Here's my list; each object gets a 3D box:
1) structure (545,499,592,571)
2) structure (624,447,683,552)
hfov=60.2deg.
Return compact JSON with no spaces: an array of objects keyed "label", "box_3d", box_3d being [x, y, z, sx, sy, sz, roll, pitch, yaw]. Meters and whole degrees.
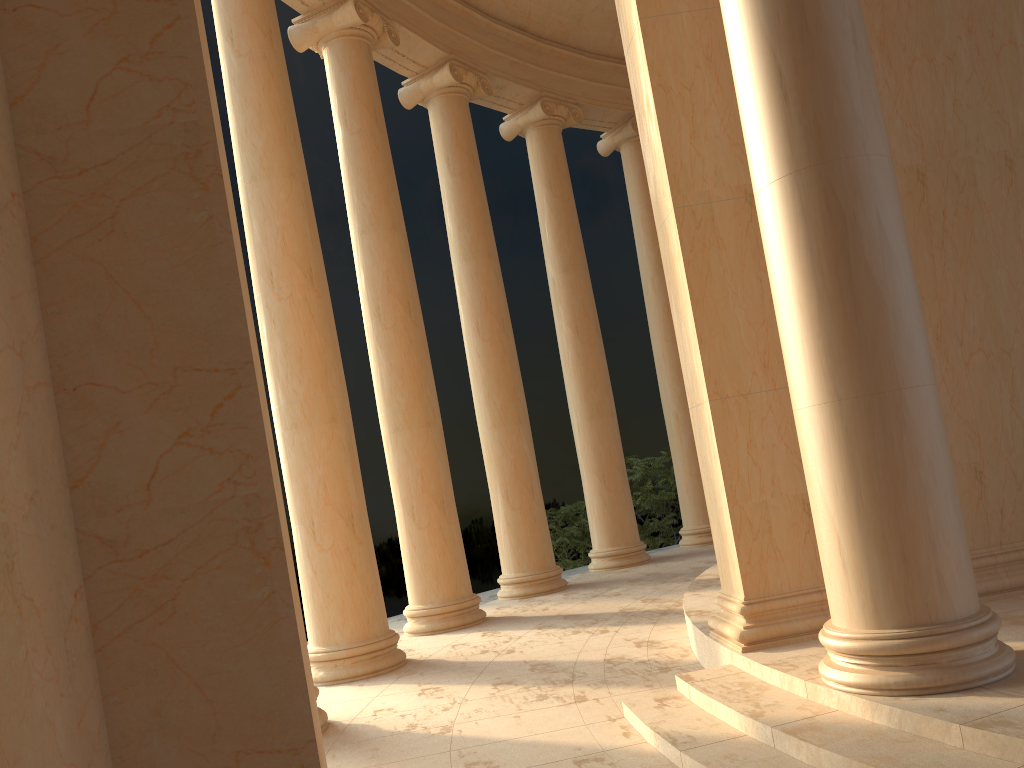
[{"label":"structure","box_3d":[95.609,299.305,1521.029,149.574,187.700,155.935,-11,-4,8]},{"label":"structure","box_3d":[281.008,264.076,1604.448,247.079,298.494,238.677,-10,-4,-1]}]
